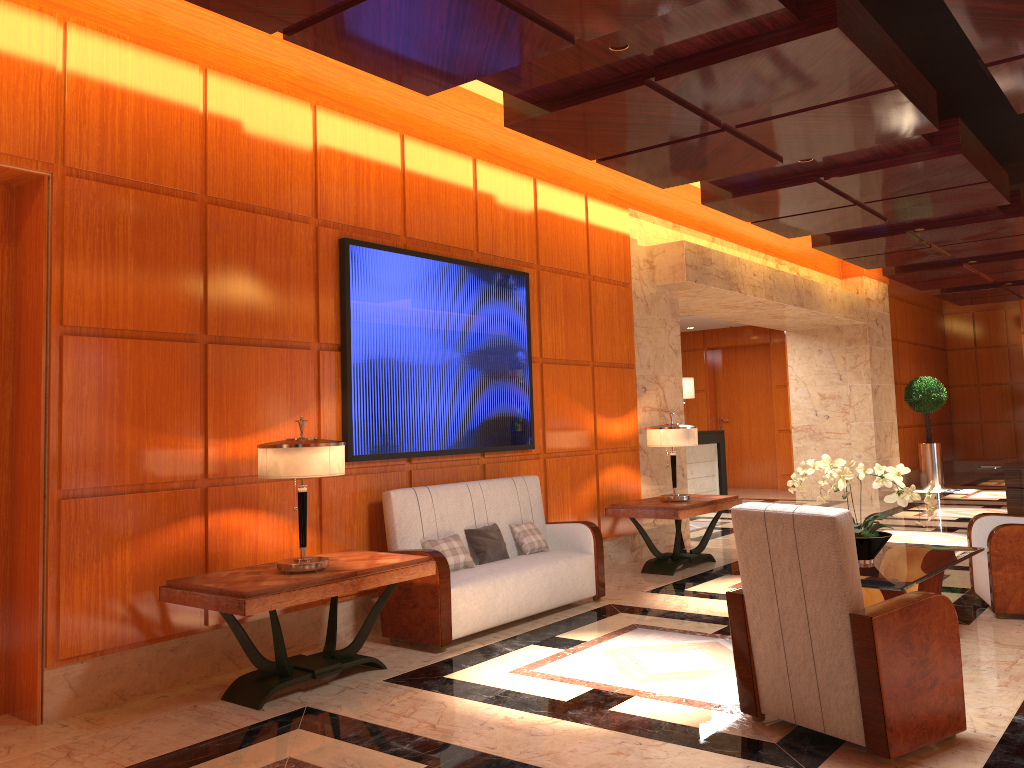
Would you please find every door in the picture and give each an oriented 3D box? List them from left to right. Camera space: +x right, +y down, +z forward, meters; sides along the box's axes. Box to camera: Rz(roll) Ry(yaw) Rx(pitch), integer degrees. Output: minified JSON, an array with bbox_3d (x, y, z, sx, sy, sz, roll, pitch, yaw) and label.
[{"bbox_3d":[-2.866,0.274,3.779,0.340,2.660,1.536,-6,-6,38],"label":"door"},{"bbox_3d":[4.373,0.617,16.629,1.283,2.705,0.340,-5,-6,38],"label":"door"}]

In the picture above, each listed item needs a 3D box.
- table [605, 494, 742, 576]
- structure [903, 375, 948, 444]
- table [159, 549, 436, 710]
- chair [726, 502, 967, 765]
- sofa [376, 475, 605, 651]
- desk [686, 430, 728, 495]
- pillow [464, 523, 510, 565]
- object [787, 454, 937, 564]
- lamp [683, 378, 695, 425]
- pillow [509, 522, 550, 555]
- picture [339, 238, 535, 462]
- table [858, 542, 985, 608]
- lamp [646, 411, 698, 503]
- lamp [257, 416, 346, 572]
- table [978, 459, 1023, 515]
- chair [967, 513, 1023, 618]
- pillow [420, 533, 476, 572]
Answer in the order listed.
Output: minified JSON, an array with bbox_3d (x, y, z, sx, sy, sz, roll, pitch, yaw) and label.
[{"bbox_3d":[1.500,1.359,8.044,0.724,0.608,1.269,-5,-4,38],"label":"table"},{"bbox_3d":[7.242,0.699,15.451,0.721,1.718,0.720,-3,-5,16],"label":"structure"},{"bbox_3d":[-1.098,1.288,4.722,0.724,0.608,1.269,-5,-4,38],"label":"table"},{"bbox_3d":[1.369,0.976,3.754,0.628,0.964,0.736,1,-5,-33],"label":"chair"},{"bbox_3d":[-0.104,1.147,6.122,0.611,0.935,1.797,-5,-5,38],"label":"sofa"},{"bbox_3d":[2.064,1.291,12.917,0.940,1.145,2.922,-5,-4,38],"label":"desk"},{"bbox_3d":[-0.172,1.112,6.153,0.160,0.254,0.357,-5,-5,34],"label":"pillow"},{"bbox_3d":[1.983,0.702,5.035,0.788,0.619,0.416,-3,-4,15],"label":"object"},{"bbox_3d":[2.628,0.322,13.646,0.372,0.823,0.371,0,-5,-27],"label":"lamp"},{"bbox_3d":[0.131,1.132,6.482,0.202,0.230,0.273,-5,-5,40],"label":"pillow"},{"bbox_3d":[-0.472,-0.210,6.504,0.056,1.457,1.994,-6,-5,38],"label":"picture"},{"bbox_3d":[2.118,1.257,5.046,0.721,0.497,1.558,-5,-4,41],"label":"table"},{"bbox_3d":[1.448,0.646,7.956,0.458,0.812,0.457,2,-6,-43],"label":"lamp"},{"bbox_3d":[-1.108,0.568,4.689,0.458,0.796,0.457,-2,-4,0],"label":"lamp"},{"bbox_3d":[5.966,1.201,9.307,1.597,0.747,1.598,-4,-4,38],"label":"table"},{"bbox_3d":[3.440,1.010,5.918,0.628,0.964,0.736,-3,-4,17],"label":"chair"},{"bbox_3d":[-0.417,1.112,5.793,0.194,0.228,0.344,-6,-5,43],"label":"pillow"}]
